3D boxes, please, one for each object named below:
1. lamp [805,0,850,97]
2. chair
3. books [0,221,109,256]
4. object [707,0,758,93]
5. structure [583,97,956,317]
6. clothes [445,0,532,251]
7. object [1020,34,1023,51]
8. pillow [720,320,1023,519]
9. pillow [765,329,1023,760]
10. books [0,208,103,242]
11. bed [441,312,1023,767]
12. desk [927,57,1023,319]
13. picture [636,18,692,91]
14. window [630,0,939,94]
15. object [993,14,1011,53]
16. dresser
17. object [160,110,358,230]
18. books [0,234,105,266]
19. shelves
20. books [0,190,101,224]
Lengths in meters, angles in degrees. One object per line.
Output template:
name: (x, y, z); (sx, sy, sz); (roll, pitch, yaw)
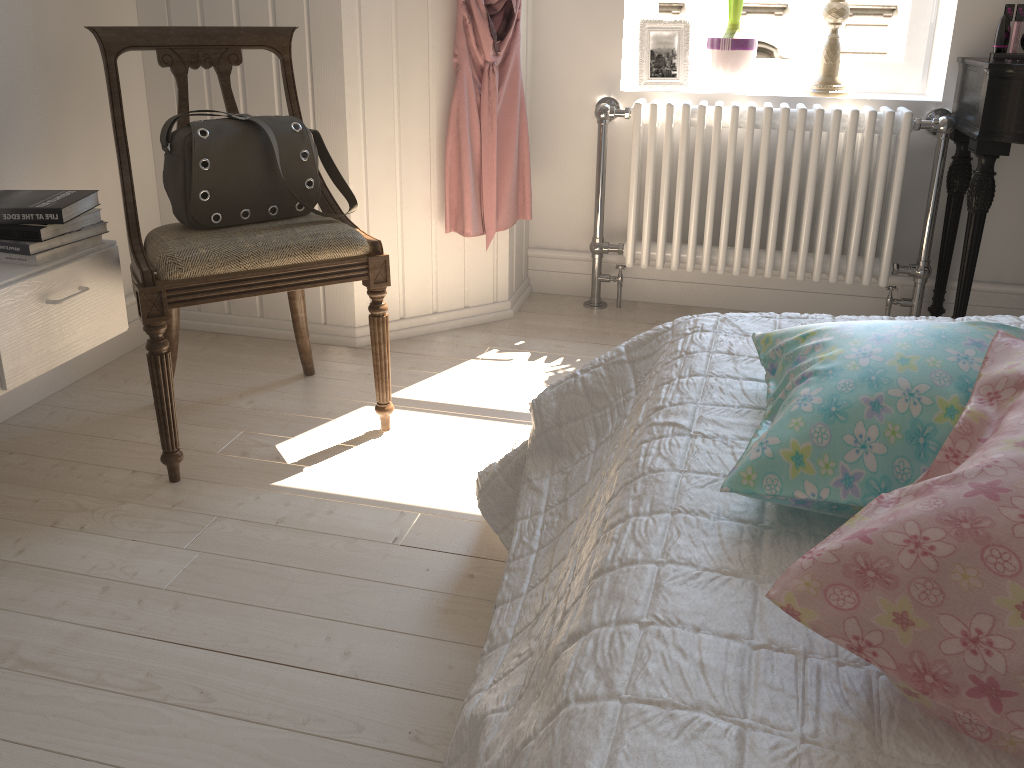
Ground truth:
lamp: (0.984, -1.200, 2.653); (0.341, 0.633, 0.350); (10, 21, 24)
chair: (-0.620, -0.344, 2.011); (0.524, 0.864, 0.550); (-11, 23, -29)
books: (-1.029, -0.318, 1.856); (0.259, 0.022, 0.218); (8, 24, 17)
object: (0.699, -1.206, 2.750); (0.156, 0.560, 0.161); (0, 19, -1)
structure: (0.764, -0.525, 2.746); (1.070, 0.662, 0.171); (6, 19, 13)
clothes: (-0.062, -0.817, 2.553); (0.094, 0.851, 0.335); (17, 25, 40)
object: (1.411, -0.924, 2.397); (0.083, 0.083, 0.081); (-14, 25, -34)
pillow: (0.411, 0.033, 0.877); (0.363, 0.164, 0.393); (8, 23, 17)
pillow: (0.432, 0.130, 0.595); (0.400, 0.196, 0.359); (-19, 29, -40)
books: (-1.022, -0.340, 1.843); (0.240, 0.027, 0.197); (5, 23, 11)
bed: (0.852, 0.338, 0.762); (2.215, 0.613, 2.013); (6, 23, 13)
desk: (1.768, -0.425, 2.357); (1.107, 0.799, 0.448); (6, 20, 13)
picture: (0.484, -1.048, 2.811); (0.176, 0.219, 0.051); (-2, 19, -6)
window: (0.876, -1.800, 2.662); (0.951, 1.730, 0.113); (6, 19, 13)
object: (1.347, -0.953, 2.423); (0.055, 0.116, 0.031); (-14, 24, -36)
dresser: (-0.465, -1.432, 2.485); (1.026, 2.507, 0.722); (5, 19, 13)
object: (-0.558, -0.482, 1.946); (0.403, 0.241, 0.218); (-12, 24, -29)
books: (-1.025, -0.293, 1.853); (0.242, 0.022, 0.197); (7, 24, 15)
shelves: (-1.143, -0.018, 1.487); (0.368, 0.203, 1.149); (6, 23, 12)
books: (-1.029, -0.370, 1.841); (0.258, 0.031, 0.197); (-1, 23, -3)
